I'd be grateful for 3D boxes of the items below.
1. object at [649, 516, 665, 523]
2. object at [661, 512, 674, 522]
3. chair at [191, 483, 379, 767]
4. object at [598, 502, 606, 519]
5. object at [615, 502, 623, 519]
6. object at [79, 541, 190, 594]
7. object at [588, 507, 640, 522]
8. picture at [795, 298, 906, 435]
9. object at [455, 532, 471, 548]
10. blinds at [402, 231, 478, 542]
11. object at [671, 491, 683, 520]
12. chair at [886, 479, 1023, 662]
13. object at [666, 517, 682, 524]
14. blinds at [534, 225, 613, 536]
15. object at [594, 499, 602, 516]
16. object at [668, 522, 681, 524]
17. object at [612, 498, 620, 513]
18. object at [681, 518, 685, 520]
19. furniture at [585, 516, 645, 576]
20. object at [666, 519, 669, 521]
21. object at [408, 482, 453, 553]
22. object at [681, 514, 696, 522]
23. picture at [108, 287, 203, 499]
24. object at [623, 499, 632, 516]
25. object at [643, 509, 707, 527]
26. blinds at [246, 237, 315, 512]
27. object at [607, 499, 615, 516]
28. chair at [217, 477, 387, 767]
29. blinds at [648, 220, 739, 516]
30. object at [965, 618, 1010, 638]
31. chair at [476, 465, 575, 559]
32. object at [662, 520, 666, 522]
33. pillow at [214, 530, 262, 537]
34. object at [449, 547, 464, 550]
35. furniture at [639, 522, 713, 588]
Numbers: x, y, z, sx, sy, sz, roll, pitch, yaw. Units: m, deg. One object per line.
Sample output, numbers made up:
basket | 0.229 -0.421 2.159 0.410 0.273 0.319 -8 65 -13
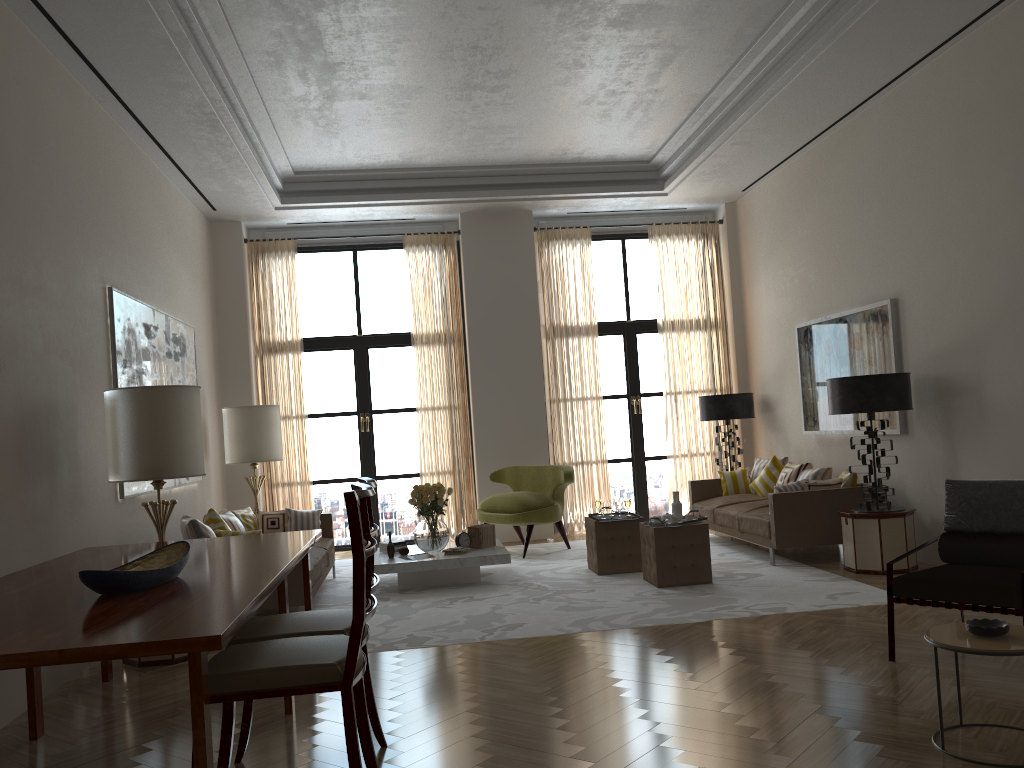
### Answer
object | 1.518 1.414 9.259 0.176 0.067 0.176 -2 -3 -31
object | 1.647 1.407 9.394 0.176 0.105 0.136 -3 -2 -10
chair | -1.008 1.236 3.959 0.877 1.504 0.656 -4 -2 -7
object | 1.040 1.448 10.146 0.098 0.191 0.098 -4 -2 19
object | 1.215 1.430 10.010 0.098 0.191 0.098 -4 -2 -7
object | -1.983 0.988 4.729 0.331 0.164 1.084 -4 -3 4
object | 1.174 1.506 10.291 0.491 0.092 0.803 -3 -3 -7
picture | 4.044 -0.126 10.762 0.080 1.479 2.269 -4 -2 -8
object | -0.571 1.836 10.369 0.082 0.209 0.204 -5 -2 44
blinds | -1.108 0.097 13.727 0.874 4.871 0.418 -4 -1 -4
object | 1.764 1.305 9.500 0.113 0.305 0.125 -5 -2 30
chair | 3.191 1.241 5.981 1.134 1.134 0.878 -2 -3 -42
object | 1.676 1.410 9.151 0.176 0.067 0.176 -4 -3 -5
blinds | 0.972 -0.029 13.972 0.959 4.871 0.419 -4 -1 -5
object | 1.024 1.467 10.493 0.098 0.191 0.098 -3 -2 -24
object | 1.664 1.429 9.085 0.187 0.015 0.041 -3 -3 -20
object | 1.249 1.455 10.556 0.098 0.191 0.098 -5 -2 41
object | 1.813 1.436 9.410 0.053 0.025 0.049 -2 -3 -40
furniture | 1.202 1.852 10.287 0.613 0.616 0.614 -4 -2 -7
object | 1.681 1.424 9.251 0.186 0.026 0.041 -4 -2 1
object | -0.926 1.566 10.389 0.539 0.821 0.627 -3 -2 -11
object | 1.864 1.408 9.326 0.176 0.067 0.176 -3 -3 -8
picture | -3.876 0.170 9.840 0.045 1.997 3.065 -4 -2 -6
object | 1.349 1.436 10.308 0.098 0.191 0.098 -4 -2 19
object | 1.717 1.409 9.319 0.720 0.101 0.441 -1 -4 -43
blinds | -3.479 0.246 13.450 0.780 4.883 0.420 -4 -1 -4
object | 1.170 1.455 10.437 0.098 0.191 0.098 -4 -2 -7
chair | -1.093 1.274 4.600 0.877 1.504 0.656 -4 -2 -7
blinds | 2.931 -0.148 14.200 1.242 4.871 0.419 -4 -1 -5
object | 2.352 1.210 4.383 0.193 0.064 0.193 -5 -3 16
chair | 0.104 1.766 12.357 1.029 1.212 1.793 -2 -3 -39
object | 1.562 1.427 9.209 0.052 0.027 0.080 -6 -3 40
pillow | -2.571 1.583 8.439 0.482 0.432 0.318 -4 -2 3
object | -0.632 1.876 10.130 0.139 0.019 0.137 -3 -3 -23
furniture | 1.712 1.768 9.310 0.613 0.616 0.614 -4 -2 -7
